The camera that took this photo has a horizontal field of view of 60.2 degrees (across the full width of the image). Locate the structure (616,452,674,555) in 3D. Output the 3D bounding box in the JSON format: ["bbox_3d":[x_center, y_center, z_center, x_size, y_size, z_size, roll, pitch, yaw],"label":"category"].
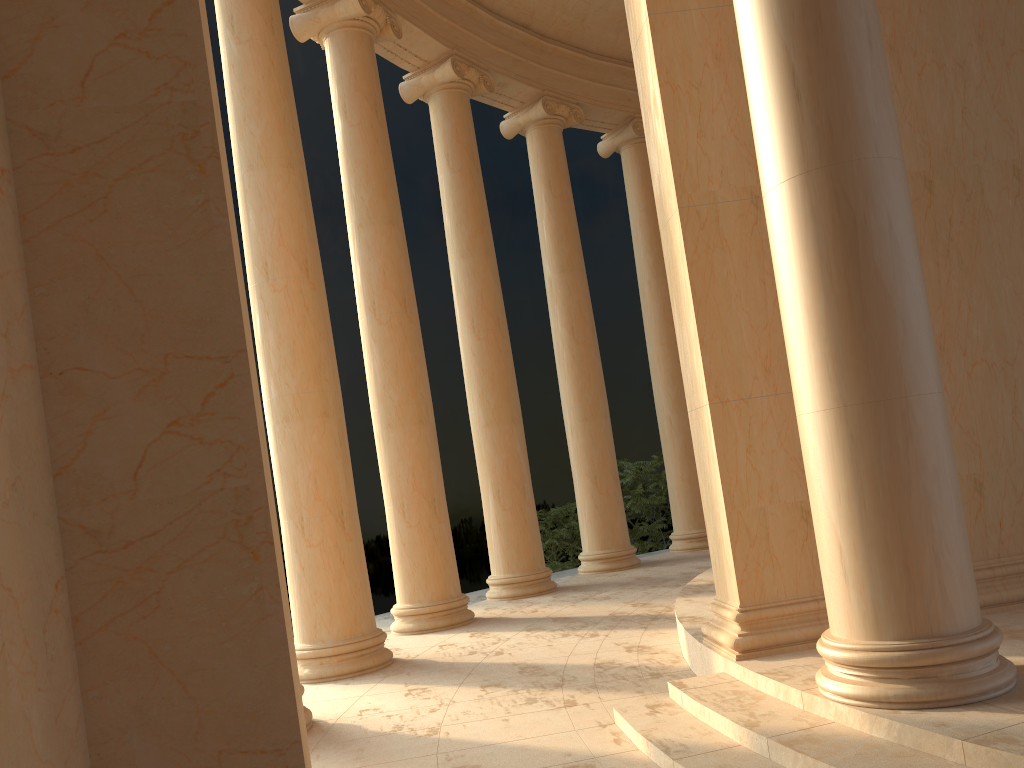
[{"bbox_3d":[261.371,271.545,1601.225,247.052,298.517,238.685,-8,-4,-2],"label":"structure"}]

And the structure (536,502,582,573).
[{"bbox_3d":[75.922,301.676,1515.576,149.499,187.715,156.002,-9,-4,8],"label":"structure"}]
